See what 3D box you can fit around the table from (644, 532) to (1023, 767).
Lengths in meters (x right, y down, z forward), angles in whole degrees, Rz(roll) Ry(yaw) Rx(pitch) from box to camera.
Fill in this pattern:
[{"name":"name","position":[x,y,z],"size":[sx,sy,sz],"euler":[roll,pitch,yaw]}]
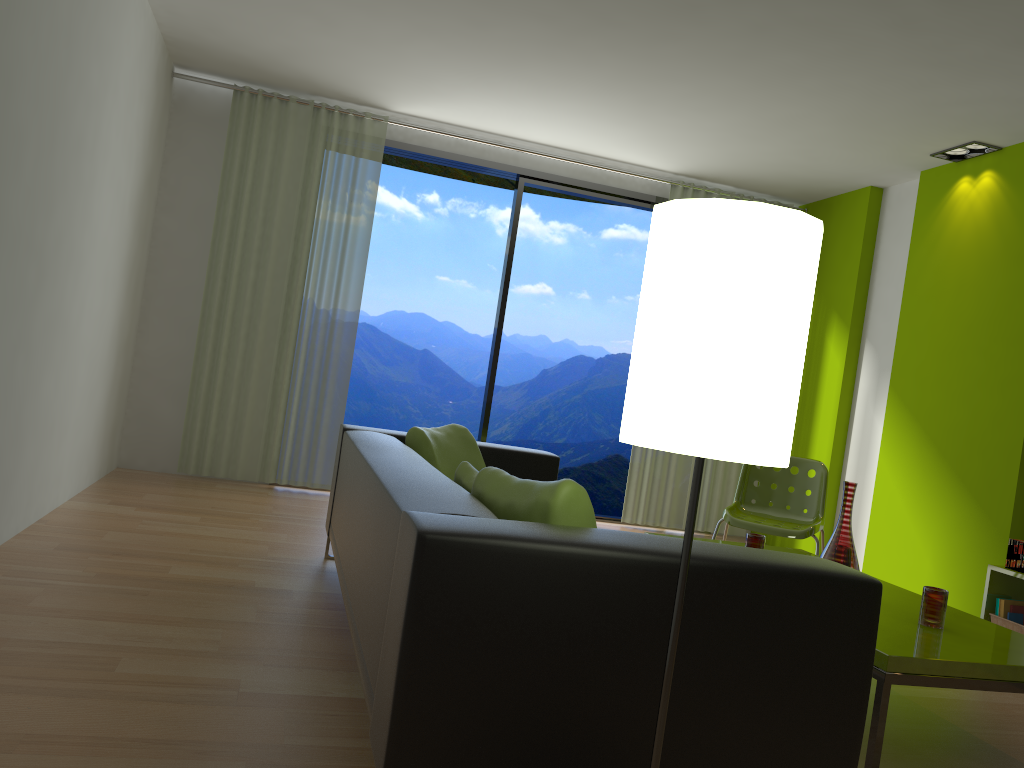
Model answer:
[{"name":"table","position":[1.164,0.926,3.286],"size":[0.810,0.349,1.682],"euler":[8,0,-14]}]

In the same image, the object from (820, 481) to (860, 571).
[{"name":"object","position":[1.207,0.556,3.238],"size":[0.168,0.400,0.168],"euler":[8,0,-28]}]

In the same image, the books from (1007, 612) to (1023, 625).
[{"name":"books","position":[2.446,1.190,4.315],"size":[0.086,0.148,0.025],"euler":[8,0,-14]}]

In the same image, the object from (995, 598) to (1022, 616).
[{"name":"object","position":[2.459,1.166,4.380],"size":[0.158,0.200,0.040],"euler":[8,0,-14]}]

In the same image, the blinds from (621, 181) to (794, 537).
[{"name":"blinds","position":[1.475,-0.175,6.687],"size":[1.012,2.568,0.067],"euler":[8,0,-14]}]

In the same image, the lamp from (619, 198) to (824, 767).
[{"name":"lamp","position":[0.285,0.340,1.482],"size":[0.302,1.244,0.295],"euler":[8,0,-14]}]

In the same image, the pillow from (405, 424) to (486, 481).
[{"name":"pillow","position":[-0.293,0.355,3.815],"size":[0.269,0.362,0.399],"euler":[8,0,34]}]

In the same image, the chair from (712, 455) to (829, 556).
[{"name":"chair","position":[1.364,0.751,4.654],"size":[0.640,0.759,0.546],"euler":[8,0,24]}]

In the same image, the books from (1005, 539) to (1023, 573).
[{"name":"books","position":[2.555,0.853,4.209],"size":[0.147,0.150,0.370],"euler":[8,0,-14]}]

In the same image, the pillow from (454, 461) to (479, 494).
[{"name":"pillow","position":[-0.054,0.407,2.569],"size":[0.164,0.317,0.380],"euler":[8,0,-31]}]

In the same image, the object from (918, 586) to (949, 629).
[{"name":"object","position":[1.356,0.720,2.854],"size":[0.075,0.122,0.076],"euler":[8,0,41]}]

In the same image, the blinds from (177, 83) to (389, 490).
[{"name":"blinds","position":[-1.516,-0.619,5.920],"size":[1.012,2.568,0.067],"euler":[8,0,-14]}]

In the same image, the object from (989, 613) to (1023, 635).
[{"name":"object","position":[2.488,1.214,4.227],"size":[0.213,0.129,0.367],"euler":[8,0,-14]}]

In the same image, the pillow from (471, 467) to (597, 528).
[{"name":"pillow","position":[0.056,0.408,2.191],"size":[0.210,0.403,0.457],"euler":[8,0,-28]}]

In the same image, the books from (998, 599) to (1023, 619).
[{"name":"books","position":[2.465,1.166,4.356],"size":[0.158,0.202,0.051],"euler":[8,0,-14]}]

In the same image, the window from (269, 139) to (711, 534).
[{"name":"window","position":[0.094,-0.296,6.567],"size":[3.336,2.498,0.219],"euler":[8,0,-14]}]

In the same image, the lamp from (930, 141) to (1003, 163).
[{"name":"lamp","position":[2.627,-1.400,5.125],"size":[0.192,0.131,0.352],"euler":[8,0,-14]}]

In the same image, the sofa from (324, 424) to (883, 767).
[{"name":"sofa","position":[-0.022,0.607,2.994],"size":[1.061,0.639,2.583],"euler":[8,0,-14]}]

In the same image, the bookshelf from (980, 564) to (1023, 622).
[{"name":"bookshelf","position":[2.693,1.136,3.671],"size":[0.306,0.378,1.630],"euler":[8,0,-14]}]

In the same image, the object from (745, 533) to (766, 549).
[{"name":"object","position":[0.968,0.664,3.544],"size":[0.076,0.122,0.075],"euler":[8,0,20]}]

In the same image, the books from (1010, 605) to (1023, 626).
[{"name":"books","position":[2.480,1.178,4.337],"size":[0.105,0.182,0.031],"euler":[8,0,-14]}]
